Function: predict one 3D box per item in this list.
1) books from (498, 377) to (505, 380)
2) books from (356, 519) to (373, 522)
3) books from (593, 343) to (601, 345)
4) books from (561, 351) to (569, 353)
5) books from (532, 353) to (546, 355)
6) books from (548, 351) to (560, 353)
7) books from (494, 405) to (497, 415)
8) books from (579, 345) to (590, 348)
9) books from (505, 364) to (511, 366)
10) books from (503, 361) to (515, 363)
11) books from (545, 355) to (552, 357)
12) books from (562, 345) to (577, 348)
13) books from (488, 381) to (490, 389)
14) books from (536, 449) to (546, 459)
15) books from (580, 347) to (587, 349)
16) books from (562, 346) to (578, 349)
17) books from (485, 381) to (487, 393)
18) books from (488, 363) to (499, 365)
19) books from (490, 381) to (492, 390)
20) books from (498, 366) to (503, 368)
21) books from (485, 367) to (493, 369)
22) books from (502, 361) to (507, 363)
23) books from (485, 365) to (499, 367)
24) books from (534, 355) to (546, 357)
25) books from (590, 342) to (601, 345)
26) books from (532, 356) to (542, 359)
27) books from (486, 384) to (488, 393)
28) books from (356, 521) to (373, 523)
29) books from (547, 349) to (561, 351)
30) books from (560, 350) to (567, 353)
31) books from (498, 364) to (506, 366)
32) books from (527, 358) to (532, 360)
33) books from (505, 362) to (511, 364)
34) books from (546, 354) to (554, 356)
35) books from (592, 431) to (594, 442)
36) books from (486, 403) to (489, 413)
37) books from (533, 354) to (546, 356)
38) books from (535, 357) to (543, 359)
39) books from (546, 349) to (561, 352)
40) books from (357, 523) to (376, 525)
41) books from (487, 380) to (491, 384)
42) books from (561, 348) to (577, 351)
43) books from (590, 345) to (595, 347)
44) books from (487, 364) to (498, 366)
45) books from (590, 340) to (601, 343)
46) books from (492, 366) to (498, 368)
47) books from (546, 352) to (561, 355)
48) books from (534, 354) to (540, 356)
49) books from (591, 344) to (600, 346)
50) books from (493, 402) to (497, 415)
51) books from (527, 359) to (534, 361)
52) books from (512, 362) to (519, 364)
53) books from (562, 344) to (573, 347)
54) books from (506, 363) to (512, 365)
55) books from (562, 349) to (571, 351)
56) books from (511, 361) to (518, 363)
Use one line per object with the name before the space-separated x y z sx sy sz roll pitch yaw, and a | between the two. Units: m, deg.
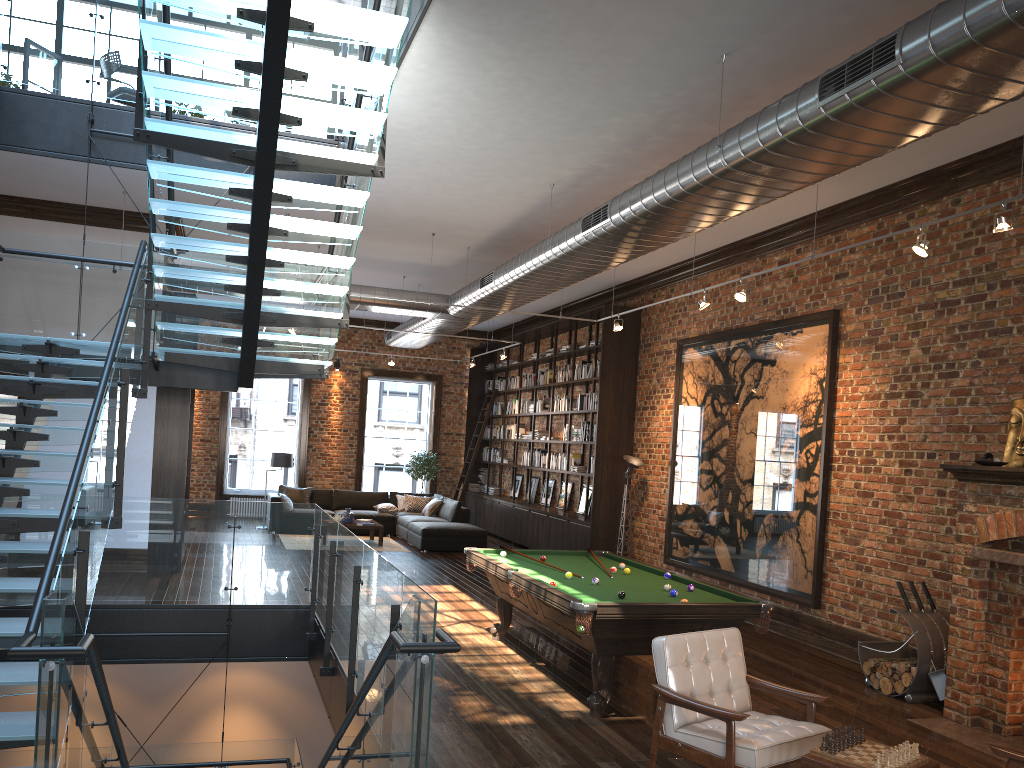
books | -0.235 0.016 19.243 0.168 0.338 0.016 3 1 -18
books | -2.604 2.410 15.643 0.205 0.028 0.262 2 -4 14
books | 1.436 -0.628 14.214 0.186 0.017 0.251 5 -4 -18
books | 0.992 -0.546 15.518 0.217 0.010 0.342 5 -4 -19
books | 0.547 -0.567 16.892 0.216 0.015 0.319 5 -4 -21
books | 0.790 -0.569 16.204 0.172 0.021 0.306 5 -4 -22
books | -0.298 0.579 19.315 0.191 0.229 0.034 4 1 -18
books | 1.262 -0.605 14.634 0.220 0.019 0.329 5 -4 -15
books | -0.014 -0.387 18.636 0.207 0.017 0.282 5 -4 -17
books | -0.019 -0.452 18.632 0.217 0.018 0.376 5 -4 -20
books | 0.759 -0.502 16.196 0.228 0.011 0.372 5 -4 -15
books | 1.010 -0.647 15.521 0.168 0.015 0.369 4 -4 -13
books | -0.442 0.081 19.837 0.177 0.269 0.029 4 1 -18
books | 0.543 1.389 16.620 0.183 0.336 0.015 4 1 -18
books | 1.262 -0.589 14.635 0.214 0.012 0.252 4 -4 -13
books | 1.011 -0.622 15.522 0.170 0.034 0.285 5 -4 -23
books | -0.508 0.088 20.027 0.187 0.275 0.015 4 1 -18
books | -0.422 -0.438 19.908 0.189 0.008 0.344 4 -4 -13
books | -0.384 0.073 19.636 0.191 0.263 0.065 4 0 -18
books | -0.143 -0.344 19.008 0.227 0.036 0.303 5 -4 -18
books | -0.437 -0.347 19.906 0.214 0.014 0.357 5 -4 -22
books | -0.109 -0.456 19.015 0.163 0.017 0.380 5 -4 -17
books | -0.441 -0.389 19.903 0.230 0.015 0.312 5 -4 -22
books | 0.563 -0.526 16.898 0.187 0.011 0.380 5 -4 -17
books | 1.414 -0.647 14.207 0.230 0.018 0.314 5 -4 -17
books | 0.546 -0.498 16.893 0.219 0.016 0.367 5 -4 -17
books | -0.481 0.112 19.952 0.188 0.219 0.016 4 1 -18
books | -2.610 2.436 15.650 0.205 0.024 0.262 2 -4 16
books | 0.789 -0.620 16.202 0.193 0.009 0.305 5 -4 -17
books | 0.986 -0.559 15.516 0.228 0.015 0.275 5 -4 -20
books | -0.150 -0.394 19.004 0.230 0.033 0.273 4 -4 -14
books | 0.431 -0.489 17.271 0.192 0.013 0.315 5 -4 -22
books | -0.016 -0.431 18.634 0.206 0.024 0.248 4 -4 -14
books | 0.772 -0.523 16.199 0.214 0.014 0.282 5 -4 -16
books | 1.355 0.839 14.161 0.166 0.179 0.033 4 0 -18
books | -0.500 0.581 19.967 0.176 0.296 0.041 4 1 -18
books | 0.550 -0.551 16.893 0.199 0.017 0.302 5 -4 -23
books | 0.565 -0.480 16.900 0.156 0.017 0.319 5 -4 -22
books | 0.776 -0.599 16.198 0.205 0.017 0.359 5 -4 -21
books | -2.519 2.418 15.314 0.262 0.024 0.205 7 -5 -40
books | -0.473 0.070 19.982 0.180 0.307 0.014 4 1 -18
books | 0.993 -0.597 15.517 0.217 0.020 0.234 5 -4 -21
books | 1.415 -0.601 14.209 0.215 0.010 0.354 5 -4 -20
books | -0.415 -0.424 19.910 0.191 0.017 0.300 5 -4 -20
books | 1.417 -0.676 14.207 0.202 0.015 0.360 5 -4 -22
books | -0.406 -0.370 19.915 0.163 0.016 0.330 5 -4 -20
books | 0.775 -0.545 16.200 0.193 0.030 0.313 5 -4 -23
books | 0.558 -0.537 16.896 0.204 0.011 0.308 5 -4 -18
books | 1.408 -0.611 14.206 0.230 0.007 0.352 5 -4 -16
books | -0.309 0.546 19.374 0.189 0.303 0.014 4 1 -18
books | 0.429 -0.451 17.272 0.192 0.015 0.374 5 -4 -21
books | 0.148 -0.414 18.119 0.206 0.018 0.323 5 -4 -21
books | 1.011 -0.663 15.521 0.189 0.017 0.275 5 -4 -16
books | 0.001 -0.410 18.640 0.178 0.015 0.263 5 -4 -17
books | 0.995 -0.582 15.518 0.206 0.008 0.333 5 -4 -15
books | 0.136 -0.441 18.114 0.232 0.006 0.288 5 -4 -22
